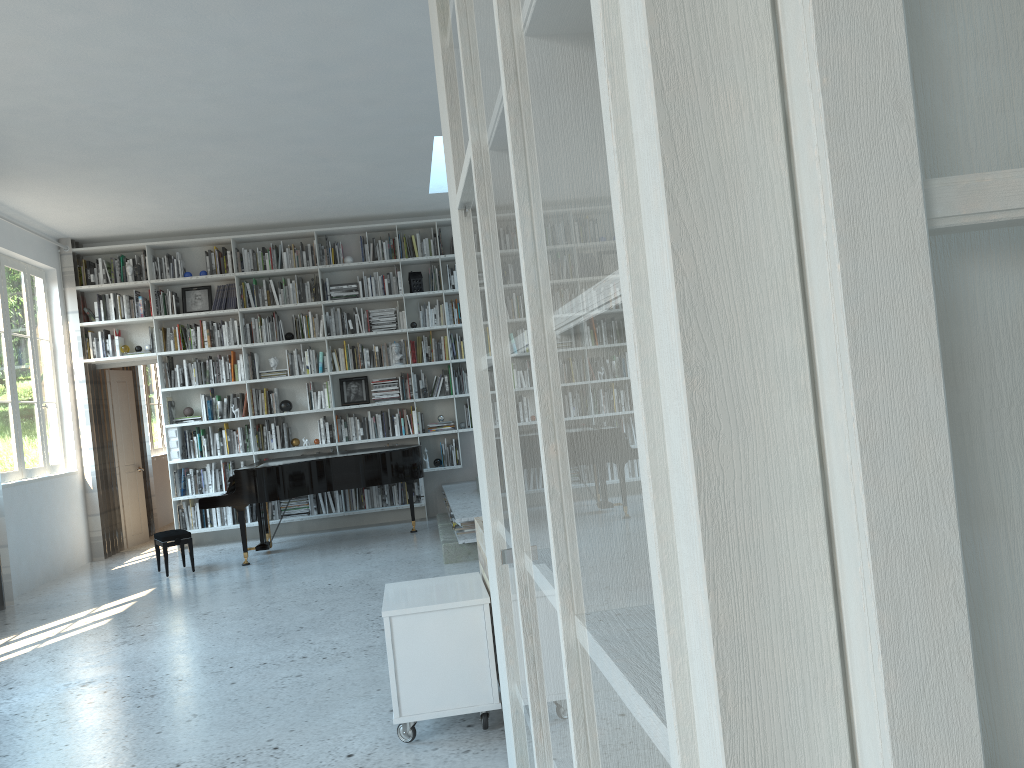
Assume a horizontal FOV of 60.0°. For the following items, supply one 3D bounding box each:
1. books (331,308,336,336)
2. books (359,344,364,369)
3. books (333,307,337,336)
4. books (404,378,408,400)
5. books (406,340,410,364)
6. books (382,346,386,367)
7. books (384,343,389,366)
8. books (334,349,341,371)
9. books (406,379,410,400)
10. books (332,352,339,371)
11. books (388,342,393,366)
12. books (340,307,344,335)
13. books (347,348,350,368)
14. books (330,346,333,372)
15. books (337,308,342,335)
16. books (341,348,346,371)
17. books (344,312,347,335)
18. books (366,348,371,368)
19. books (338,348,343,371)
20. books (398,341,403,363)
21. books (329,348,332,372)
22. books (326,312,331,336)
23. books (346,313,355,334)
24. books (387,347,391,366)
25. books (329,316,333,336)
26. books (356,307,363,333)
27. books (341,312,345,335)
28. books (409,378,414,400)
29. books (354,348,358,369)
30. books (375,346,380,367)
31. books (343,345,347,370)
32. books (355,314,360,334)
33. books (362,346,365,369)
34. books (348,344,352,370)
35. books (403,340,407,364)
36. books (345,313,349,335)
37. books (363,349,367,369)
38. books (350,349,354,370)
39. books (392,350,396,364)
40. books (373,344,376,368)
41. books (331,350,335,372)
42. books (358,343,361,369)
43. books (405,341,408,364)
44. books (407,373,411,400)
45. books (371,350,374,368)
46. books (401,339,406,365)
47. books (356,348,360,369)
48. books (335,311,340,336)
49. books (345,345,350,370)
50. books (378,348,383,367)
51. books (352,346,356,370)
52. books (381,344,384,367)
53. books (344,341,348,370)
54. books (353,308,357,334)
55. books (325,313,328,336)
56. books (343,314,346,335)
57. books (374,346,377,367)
[{"bbox_3d":[-1.876,-0.638,9.347,0.026,0.297,0.179,-6,0,-7],"label":"books"},{"bbox_3d":[-1.586,-0.284,9.363,0.028,0.267,0.190,-6,0,-7],"label":"books"},{"bbox_3d":[-1.860,-0.648,9.368,0.014,0.313,0.133,-6,0,-7],"label":"books"},{"bbox_3d":[-1.126,0.056,9.441,0.013,0.232,0.134,-6,0,-7],"label":"books"},{"bbox_3d":[-1.107,-0.331,9.452,0.023,0.264,0.107,-6,0,-7],"label":"books"},{"bbox_3d":[-1.355,-0.288,9.421,0.025,0.230,0.143,-6,0,-7],"label":"books"},{"bbox_3d":[-1.330,-0.305,9.405,0.025,0.258,0.150,-6,0,-7],"label":"books"},{"bbox_3d":[-1.835,-0.244,9.353,0.042,0.242,0.162,-6,0,-7],"label":"books"},{"bbox_3d":[-1.109,0.062,9.441,0.021,0.217,0.132,-6,0,-7],"label":"books"},{"bbox_3d":[-1.851,-0.226,9.339,0.053,0.208,0.156,-6,0,-7],"label":"books"},{"bbox_3d":[-1.285,-0.310,9.421,0.024,0.259,0.126,-6,0,-7],"label":"books"},{"bbox_3d":[-1.792,-0.649,9.360,0.011,0.300,0.179,-6,0,-7],"label":"books"},{"bbox_3d":[-1.717,-0.258,9.371,0.010,0.244,0.149,-6,0,-7],"label":"books"},{"bbox_3d":[-1.900,-0.258,9.361,0.010,0.282,0.140,-6,0,-7],"label":"books"},{"bbox_3d":[-1.812,-0.644,9.365,0.029,0.295,0.151,-6,0,-7],"label":"books"},{"bbox_3d":[-1.774,-0.250,9.363,0.029,0.240,0.155,-6,0,-7],"label":"books"},{"bbox_3d":[-1.753,-0.628,9.363,0.014,0.250,0.172,-6,0,-7],"label":"books"},{"bbox_3d":[-1.521,-0.263,9.386,0.030,0.215,0.168,-6,0,-7],"label":"books"},{"bbox_3d":[-1.803,-0.251,9.366,0.026,0.248,0.139,-6,0,-7],"label":"books"},{"bbox_3d":[-1.181,-0.321,9.430,0.025,0.259,0.130,-6,0,-7],"label":"books"},{"bbox_3d":[-1.908,-0.243,9.350,0.012,0.254,0.161,-6,0,-7],"label":"books"},{"bbox_3d":[-1.927,-0.618,9.343,0.026,0.267,0.170,-6,0,-7],"label":"books"},{"bbox_3d":[-1.700,-0.626,9.364,0.066,0.236,0.153,-6,0,-7],"label":"books"},{"bbox_3d":[-1.306,-0.281,9.424,0.022,0.206,0.114,-6,0,-7],"label":"books"},{"bbox_3d":[-1.901,-0.601,9.361,0.027,0.228,0.147,-6,0,-7],"label":"books"},{"bbox_3d":[-1.610,-0.663,9.384,0.049,0.291,0.162,-6,0,-7],"label":"books"},{"bbox_3d":[-1.779,-0.626,9.363,0.011,0.252,0.153,-6,0,-7],"label":"books"},{"bbox_3d":[-1.069,0.051,9.418,0.034,0.229,0.199,-6,0,-7],"label":"books"},{"bbox_3d":[-1.643,-0.257,9.371,0.012,0.228,0.169,-6,0,-7],"label":"books"},{"bbox_3d":[-1.418,-0.279,9.385,0.029,0.224,0.185,-6,0,-7],"label":"books"},{"bbox_3d":[-1.758,-0.273,9.378,0.010,0.284,0.136,-6,0,-7],"label":"books"},{"bbox_3d":[-1.633,-0.623,9.378,0.024,0.216,0.148,-6,0,-7],"label":"books"},{"bbox_3d":[-1.569,-0.277,9.393,0.011,0.251,0.130,-6,0,-7],"label":"books"},{"bbox_3d":[-1.707,-0.278,9.355,0.010,0.281,0.170,-6,0,-7],"label":"books"},{"bbox_3d":[-1.137,-0.329,9.429,0.014,0.266,0.154,-6,0,-7],"label":"books"},{"bbox_3d":[-1.740,-0.624,9.366,0.011,0.239,0.147,-6,0,-7],"label":"books"},{"bbox_3d":[-1.548,-0.262,9.382,0.024,0.216,0.175,-6,0,-7],"label":"books"},{"bbox_3d":[-1.690,-0.253,9.379,0.024,0.228,0.147,-6,0,-7],"label":"books"},{"bbox_3d":[-1.253,-0.284,9.422,0.035,0.201,0.149,-6,0,-7],"label":"books"},{"bbox_3d":[-1.453,-0.293,9.397,0.014,0.258,0.161,-6,0,-7],"label":"books"},{"bbox_3d":[-1.887,-0.236,9.361,0.011,0.235,0.142,-6,0,-7],"label":"books"},{"bbox_3d":[-1.608,-0.289,9.375,0.013,0.283,0.177,-6,0,-7],"label":"books"},{"bbox_3d":[-1.124,-0.328,9.443,0.014,0.261,0.137,-6,0,-7],"label":"books"},{"bbox_3d":[-1.095,0.029,9.426,0.011,0.279,0.186,-6,0,-7],"label":"books"},{"bbox_3d":[-1.482,-0.259,9.402,0.050,0.199,0.145,-6,0,-7],"label":"books"},{"bbox_3d":[-1.158,-0.333,9.443,0.025,0.279,0.108,-6,0,-7],"label":"books"},{"bbox_3d":[-1.625,-0.263,9.380,0.025,0.236,0.137,-6,0,-7],"label":"books"},{"bbox_3d":[-1.835,-0.627,9.344,0.025,0.266,0.185,-6,0,-7],"label":"books"},{"bbox_3d":[-1.727,-0.269,9.337,0.015,0.266,0.189,-6,0,-7],"label":"books"},{"bbox_3d":[-1.389,-0.270,9.391,0.029,0.200,0.178,-6,0,-7],"label":"books"},{"bbox_3d":[-1.666,-0.271,9.389,0.028,0.259,0.134,-6,0,-7],"label":"books"},{"bbox_3d":[-1.369,-0.295,9.383,0.012,0.245,0.186,-6,0,-7],"label":"books"},{"bbox_3d":[-1.743,-0.292,9.336,0.014,0.317,0.188,-6,0,-7],"label":"books"},{"bbox_3d":[-1.660,-0.655,9.382,0.022,0.285,0.130,-6,0,-7],"label":"books"},{"bbox_3d":[-1.947,-0.609,9.351,0.012,0.254,0.161,-6,0,-7],"label":"books"},{"bbox_3d":[-1.766,-0.618,9.365,0.014,0.233,0.147,-6,0,-7],"label":"books"},{"bbox_3d":[-1.439,-0.282,9.394,0.010,0.234,0.175,-6,0,-7],"label":"books"}]
